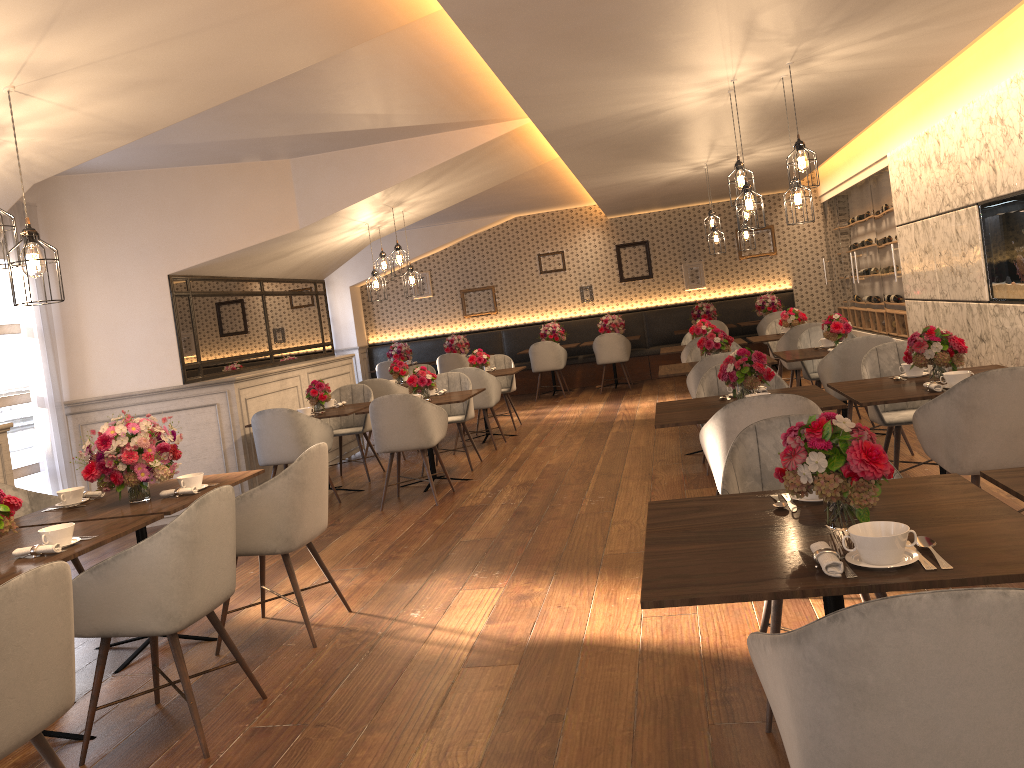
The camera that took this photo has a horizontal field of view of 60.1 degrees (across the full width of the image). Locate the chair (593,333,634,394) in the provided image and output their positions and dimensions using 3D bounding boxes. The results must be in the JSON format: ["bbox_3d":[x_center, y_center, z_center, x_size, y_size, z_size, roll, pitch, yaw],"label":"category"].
[{"bbox_3d":[1.484,-0.327,12.976,0.564,0.871,0.528,-7,2,10],"label":"chair"}]

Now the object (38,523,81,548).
[{"bbox_3d":[-1.675,0.564,3.266,0.149,0.072,0.148,-11,5,-37],"label":"object"}]

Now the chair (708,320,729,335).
[{"bbox_3d":[2.867,-0.491,12.729,0.564,0.871,0.528,-7,2,10],"label":"chair"}]

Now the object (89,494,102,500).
[{"bbox_3d":[-2.091,0.557,4.332,0.192,0.024,0.025,-7,3,10],"label":"object"}]

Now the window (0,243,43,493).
[{"bbox_3d":[-3.865,0.062,7.603,0.494,2.384,14.572,-7,5,7],"label":"window"}]

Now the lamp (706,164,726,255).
[{"bbox_3d":[2.076,-2.425,9.485,0.175,2.068,0.175,-7,1,12],"label":"lamp"}]

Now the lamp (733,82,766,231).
[{"bbox_3d":[1.430,-2.034,5.751,0.175,2.068,0.175,-7,1,12],"label":"lamp"}]

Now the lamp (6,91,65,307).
[{"bbox_3d":[-1.984,-1.338,3.437,0.175,2.068,0.175,-7,1,12],"label":"lamp"}]

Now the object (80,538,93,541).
[{"bbox_3d":[-1.683,0.594,3.348,0.210,0.004,0.022,-7,5,10],"label":"object"}]

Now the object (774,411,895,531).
[{"bbox_3d":[0.807,0.203,2.198,0.235,0.301,0.304,-9,3,-32],"label":"object"}]

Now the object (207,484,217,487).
[{"bbox_3d":[-1.524,0.497,4.266,0.210,0.004,0.022,-7,5,10],"label":"object"}]

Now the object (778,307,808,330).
[{"bbox_3d":[3.009,-0.685,9.466,0.304,0.301,0.235,-6,3,32],"label":"object"}]

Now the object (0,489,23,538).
[{"bbox_3d":[-1.934,0.487,3.210,0.233,0.301,0.307,-6,3,29],"label":"object"}]

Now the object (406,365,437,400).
[{"bbox_3d":[-0.749,-0.016,7.437,0.233,0.301,0.307,-6,3,29],"label":"object"}]

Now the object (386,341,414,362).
[{"bbox_3d":[-1.796,-0.484,14.143,0.421,0.425,0.404,-10,4,-37],"label":"object"}]

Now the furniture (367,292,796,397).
[{"bbox_3d":[1.015,-0.484,14.383,7.078,1.080,0.543,-7,2,10],"label":"furniture"}]

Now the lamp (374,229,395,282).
[{"bbox_3d":[-1.398,-2.054,8.858,0.175,2.068,0.175,-7,1,12],"label":"lamp"}]

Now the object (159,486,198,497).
[{"bbox_3d":[-1.533,0.497,4.072,0.175,0.039,0.056,-7,4,10],"label":"object"}]

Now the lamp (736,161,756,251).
[{"bbox_3d":[2.415,-2.476,9.552,0.175,2.068,0.175,-7,1,12],"label":"lamp"}]

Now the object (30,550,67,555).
[{"bbox_3d":[-1.695,0.597,3.190,0.192,0.024,0.025,-7,3,10],"label":"object"}]

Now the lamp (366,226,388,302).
[{"bbox_3d":[-1.429,-1.829,8.539,0.175,2.068,0.175,-7,1,12],"label":"lamp"}]

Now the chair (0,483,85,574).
[{"bbox_3d":[-2.396,0.895,4.371,0.525,0.871,0.567,-7,2,10],"label":"chair"}]

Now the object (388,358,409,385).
[{"bbox_3d":[-1.272,-0.145,9.874,0.234,0.301,0.305,-8,3,-15],"label":"object"}]

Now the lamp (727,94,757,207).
[{"bbox_3d":[1.460,-2.259,6.070,0.175,2.068,0.175,-7,1,12],"label":"lamp"}]

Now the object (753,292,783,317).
[{"bbox_3d":[3.806,-1.154,13.148,0.421,0.425,0.404,-10,4,-36],"label":"object"}]

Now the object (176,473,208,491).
[{"bbox_3d":[-1.516,0.468,4.184,0.149,0.072,0.148,-11,5,-37],"label":"object"}]

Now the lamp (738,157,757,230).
[{"bbox_3d":[2.334,-2.634,9.224,0.175,2.068,0.175,-7,1,12],"label":"lamp"}]

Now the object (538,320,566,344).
[{"bbox_3d":[0.630,-0.780,13.794,0.421,0.425,0.404,-10,4,-36],"label":"object"}]

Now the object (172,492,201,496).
[{"bbox_3d":[-1.536,0.501,4.108,0.192,0.024,0.025,-7,3,10],"label":"object"}]

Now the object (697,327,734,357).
[{"bbox_3d":[1.665,-0.322,7.223,0.305,0.301,0.234,-8,3,-12],"label":"object"}]

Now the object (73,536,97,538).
[{"bbox_3d":[-1.671,0.583,3.381,0.197,0.015,0.043,-7,4,6],"label":"object"}]

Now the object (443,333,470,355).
[{"bbox_3d":[-0.871,-0.594,13.972,0.420,0.425,0.406,-8,3,-2],"label":"object"}]

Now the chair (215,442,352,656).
[{"bbox_3d":[-1.096,0.739,4.156,0.525,0.871,0.567,-7,2,10],"label":"chair"}]

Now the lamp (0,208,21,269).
[{"bbox_3d":[-2.293,-1.513,3.689,0.175,2.068,0.175,-7,1,12],"label":"lamp"}]

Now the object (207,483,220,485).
[{"bbox_3d":[-1.512,0.487,4.299,0.197,0.015,0.043,-7,4,6],"label":"object"}]

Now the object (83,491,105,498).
[{"bbox_3d":[-2.095,0.548,4.367,0.175,0.039,0.056,-7,4,10],"label":"object"}]

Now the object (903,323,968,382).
[{"bbox_3d":[2.148,-0.165,4.492,0.304,0.301,0.235,-6,3,32],"label":"object"}]

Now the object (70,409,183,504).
[{"bbox_3d":[-1.746,0.328,4.088,0.420,0.425,0.406,-8,3,-2],"label":"object"}]

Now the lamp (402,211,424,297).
[{"bbox_3d":[-1.090,-1.880,8.607,0.175,2.068,0.175,-7,1,12],"label":"lamp"}]

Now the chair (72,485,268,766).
[{"bbox_3d":[-1.256,0.836,3.232,0.525,0.871,0.567,-7,2,10],"label":"chair"}]

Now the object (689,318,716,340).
[{"bbox_3d":[2.087,-0.578,9.663,0.305,0.301,0.234,-8,3,-12],"label":"object"}]

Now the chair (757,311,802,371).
[{"bbox_3d":[3.803,-0.603,12.561,0.564,0.871,0.528,-7,2,10],"label":"chair"}]

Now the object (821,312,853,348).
[{"bbox_3d":[2.590,-0.430,7.027,0.234,0.301,0.306,-7,3,12],"label":"object"}]

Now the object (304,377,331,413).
[{"bbox_3d":[-1.668,0.094,7.589,0.234,0.301,0.305,-8,3,-15],"label":"object"}]

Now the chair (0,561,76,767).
[{"bbox_3d":[-1.416,0.932,2.307,0.525,0.871,0.567,-7,2,10],"label":"chair"}]

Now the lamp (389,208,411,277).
[{"bbox_3d":[-1.171,-2.038,8.279,0.175,2.068,0.175,-7,1,12],"label":"lamp"}]

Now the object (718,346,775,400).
[{"bbox_3d":[1.225,-0.056,4.686,0.304,0.301,0.235,-5,4,43],"label":"object"}]

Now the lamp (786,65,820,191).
[{"bbox_3d":[1.687,-2.242,5.491,0.175,2.068,0.175,-7,1,12],"label":"lamp"}]

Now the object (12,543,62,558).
[{"bbox_3d":[-1.692,0.593,3.154,0.175,0.039,0.056,-7,4,10],"label":"object"}]

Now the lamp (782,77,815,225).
[{"bbox_3d":[1.769,-2.085,5.819,0.175,2.068,0.175,-7,1,12],"label":"lamp"}]

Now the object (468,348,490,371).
[{"bbox_3d":[-0.354,-0.255,9.722,0.233,0.301,0.307,-6,3,29],"label":"object"}]

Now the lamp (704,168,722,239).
[{"bbox_3d":[2.107,-2.651,9.803,0.175,2.068,0.175,-7,1,12],"label":"lamp"}]

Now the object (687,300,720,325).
[{"bbox_3d":[2.887,-1.043,13.302,0.421,0.425,0.404,-10,4,-37],"label":"object"}]

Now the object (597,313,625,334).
[{"bbox_3d":[1.523,-0.880,13.533,0.419,0.425,0.407,-7,3,12],"label":"object"}]
